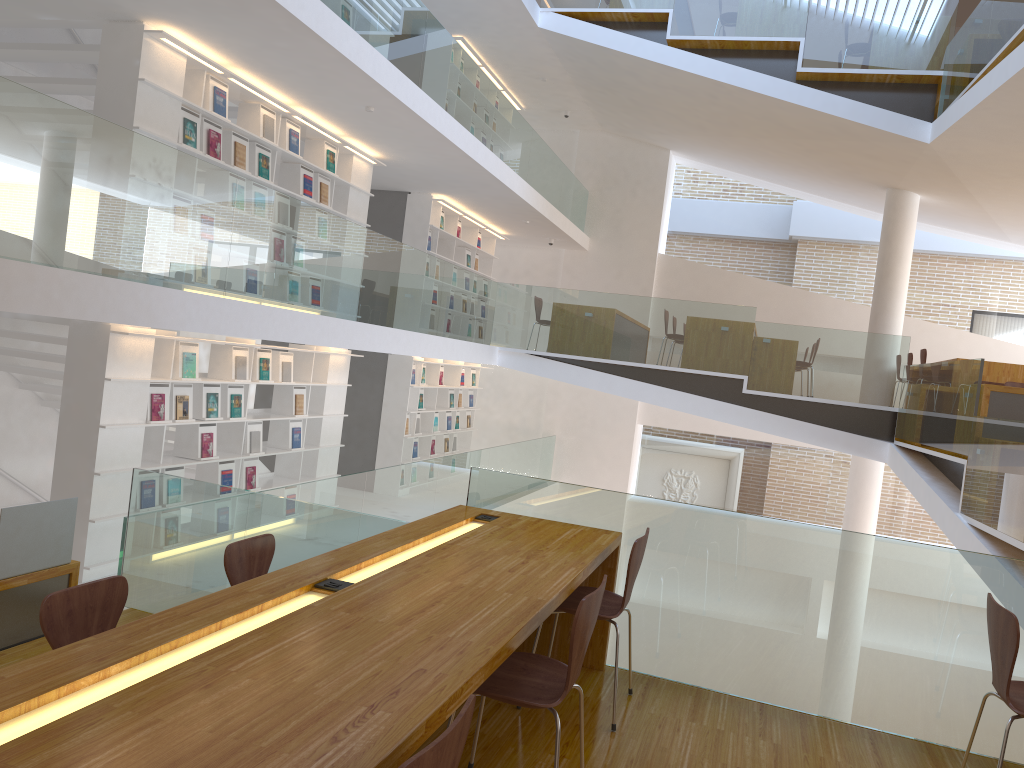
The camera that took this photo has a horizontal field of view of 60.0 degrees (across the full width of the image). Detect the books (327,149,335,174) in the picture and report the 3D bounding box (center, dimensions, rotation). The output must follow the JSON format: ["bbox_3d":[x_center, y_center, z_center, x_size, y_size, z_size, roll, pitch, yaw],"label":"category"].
[{"bbox_3d":[-1.770,-2.170,8.671,0.037,0.210,0.145,7,1,16],"label":"books"}]

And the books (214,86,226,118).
[{"bbox_3d":[-2.276,-2.194,6.915,0.037,0.210,0.145,7,1,16],"label":"books"}]

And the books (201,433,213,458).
[{"bbox_3d":[-2.513,0.510,7.314,0.037,0.210,0.145,7,1,16],"label":"books"}]

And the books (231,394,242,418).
[{"bbox_3d":[-2.375,0.195,7.640,0.037,0.210,0.145,7,1,16],"label":"books"}]

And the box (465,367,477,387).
[{"bbox_3d":[-0.693,-0.113,13.917,0.274,0.296,0.245,7,1,16],"label":"box"}]

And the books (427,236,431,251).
[{"bbox_3d":[-1.080,-1.808,11.445,0.037,0.210,0.145,7,1,16],"label":"books"}]

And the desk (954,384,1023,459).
[{"bbox_3d":[5.180,0.705,6.591,3.216,1.022,1.248,7,1,16],"label":"desk"}]

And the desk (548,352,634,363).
[{"bbox_3d":[1.261,-0.610,12.043,0.760,0.606,3.194,7,1,16],"label":"desk"}]

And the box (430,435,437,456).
[{"bbox_3d":[-1.212,0.848,12.557,0.274,0.296,0.245,7,1,16],"label":"box"}]

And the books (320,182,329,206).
[{"bbox_3d":[-1.827,-1.844,8.631,0.037,0.210,0.145,7,1,16],"label":"books"}]

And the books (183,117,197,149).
[{"bbox_3d":[-2.406,-1.866,6.629,0.037,0.210,0.145,7,1,16],"label":"books"}]

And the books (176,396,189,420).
[{"bbox_3d":[-2.586,0.196,6.957,0.037,0.210,0.145,7,1,16],"label":"books"}]

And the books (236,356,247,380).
[{"bbox_3d":[-2.333,-0.133,7.639,0.037,0.210,0.145,7,1,16],"label":"books"}]

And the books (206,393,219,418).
[{"bbox_3d":[-2.471,0.179,7.317,0.037,0.210,0.145,7,1,16],"label":"books"}]

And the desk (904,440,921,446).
[{"bbox_3d":[5.685,0.512,8.562,3.356,0.606,0.760,7,1,16],"label":"desk"}]

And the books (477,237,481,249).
[{"bbox_3d":[-0.499,-2.096,13.331,0.037,0.210,0.145,7,1,16],"label":"books"}]

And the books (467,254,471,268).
[{"bbox_3d":[-0.634,-1.788,13.001,0.037,0.210,0.145,7,1,16],"label":"books"}]

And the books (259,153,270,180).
[{"bbox_3d":[-2.123,-1.856,7.596,0.037,0.210,0.145,7,1,16],"label":"books"}]

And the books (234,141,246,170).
[{"bbox_3d":[-2.224,-1.861,7.255,0.037,0.210,0.145,7,1,16],"label":"books"}]

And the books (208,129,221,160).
[{"bbox_3d":[-2.320,-1.866,6.921,0.037,0.210,0.145,7,1,16],"label":"books"}]

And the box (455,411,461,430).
[{"bbox_3d":[-0.921,0.532,13.418,0.274,0.296,0.245,7,1,16],"label":"box"}]

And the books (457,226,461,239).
[{"bbox_3d":[-0.751,-2.107,12.458,0.037,0.210,0.145,7,1,16],"label":"books"}]

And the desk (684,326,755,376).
[{"bbox_3d":[2.999,-0.309,11.537,1.248,0.757,3.196,7,1,16],"label":"desk"}]

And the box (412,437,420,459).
[{"bbox_3d":[-1.390,0.840,11.937,0.274,0.296,0.245,7,1,16],"label":"box"}]

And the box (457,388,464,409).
[{"bbox_3d":[-0.879,0.206,13.420,0.274,0.296,0.245,7,1,16],"label":"box"}]

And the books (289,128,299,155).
[{"bbox_3d":[-1.964,-2.180,7.998,0.037,0.210,0.145,7,1,16],"label":"books"}]

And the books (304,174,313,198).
[{"bbox_3d":[-1.915,-1.850,8.327,0.037,0.210,0.145,7,1,16],"label":"books"}]

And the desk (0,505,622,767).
[{"bbox_3d":[-0.617,1.008,2.568,1.285,0.918,3.236,7,1,16],"label":"desk"}]

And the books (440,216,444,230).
[{"bbox_3d":[-0.939,-2.131,11.796,0.037,0.210,0.145,7,1,16],"label":"books"}]

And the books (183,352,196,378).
[{"bbox_3d":[-2.530,-0.141,6.956,0.037,0.210,0.145,7,1,16],"label":"books"}]

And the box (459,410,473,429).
[{"bbox_3d":[-0.769,0.538,13.945,0.274,0.296,0.245,7,1,16],"label":"box"}]

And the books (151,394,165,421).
[{"bbox_3d":[-2.660,0.178,6.661,0.037,0.210,0.145,7,1,16],"label":"books"}]

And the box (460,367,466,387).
[{"bbox_3d":[-0.839,-0.119,13.413,0.274,0.296,0.245,7,1,16],"label":"box"}]

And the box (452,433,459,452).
[{"bbox_3d":[-0.956,0.859,13.444,0.274,0.296,0.245,7,1,16],"label":"box"}]

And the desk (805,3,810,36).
[{"bbox_3d":[3.354,-4.136,11.445,0.760,0.606,3.196,7,1,16],"label":"desk"}]

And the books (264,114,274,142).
[{"bbox_3d":[-2.081,-2.184,7.595,0.037,0.210,0.145,7,1,16],"label":"books"}]

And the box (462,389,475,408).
[{"bbox_3d":[-0.733,0.212,13.925,0.274,0.296,0.245,7,1,16],"label":"box"}]

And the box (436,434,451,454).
[{"bbox_3d":[-1.055,0.855,13.100,0.274,0.296,0.245,7,1,16],"label":"box"}]

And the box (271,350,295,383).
[{"bbox_3d":[-3.376,1.518,5.138,0.498,3.764,7.125,7,1,16],"label":"box"}]

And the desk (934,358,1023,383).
[{"bbox_3d":[5.732,0.196,10.810,1.247,0.762,3.194,7,1,16],"label":"desk"}]

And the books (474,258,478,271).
[{"bbox_3d":[-0.537,-1.784,13.338,0.037,0.210,0.145,7,1,16],"label":"books"}]
